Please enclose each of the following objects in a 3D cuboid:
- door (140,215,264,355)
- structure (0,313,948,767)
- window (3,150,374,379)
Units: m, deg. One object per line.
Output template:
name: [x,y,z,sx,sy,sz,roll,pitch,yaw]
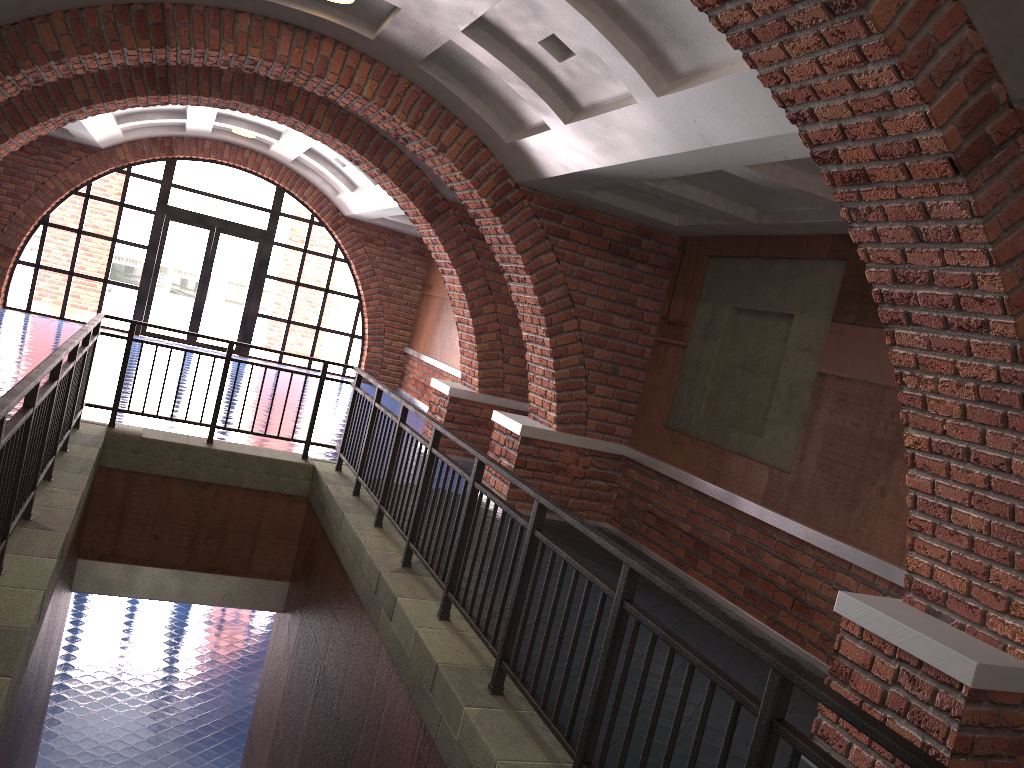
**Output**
door: [-5.681,-1.796,16.313,1.754,2.236,0.040,12,4,-22]
structure: [-1.236,3.143,3.052,2.464,5.664,11.178,12,4,-22]
window: [-5.497,-2.336,16.291,6.352,3.471,0.100,12,4,-22]
